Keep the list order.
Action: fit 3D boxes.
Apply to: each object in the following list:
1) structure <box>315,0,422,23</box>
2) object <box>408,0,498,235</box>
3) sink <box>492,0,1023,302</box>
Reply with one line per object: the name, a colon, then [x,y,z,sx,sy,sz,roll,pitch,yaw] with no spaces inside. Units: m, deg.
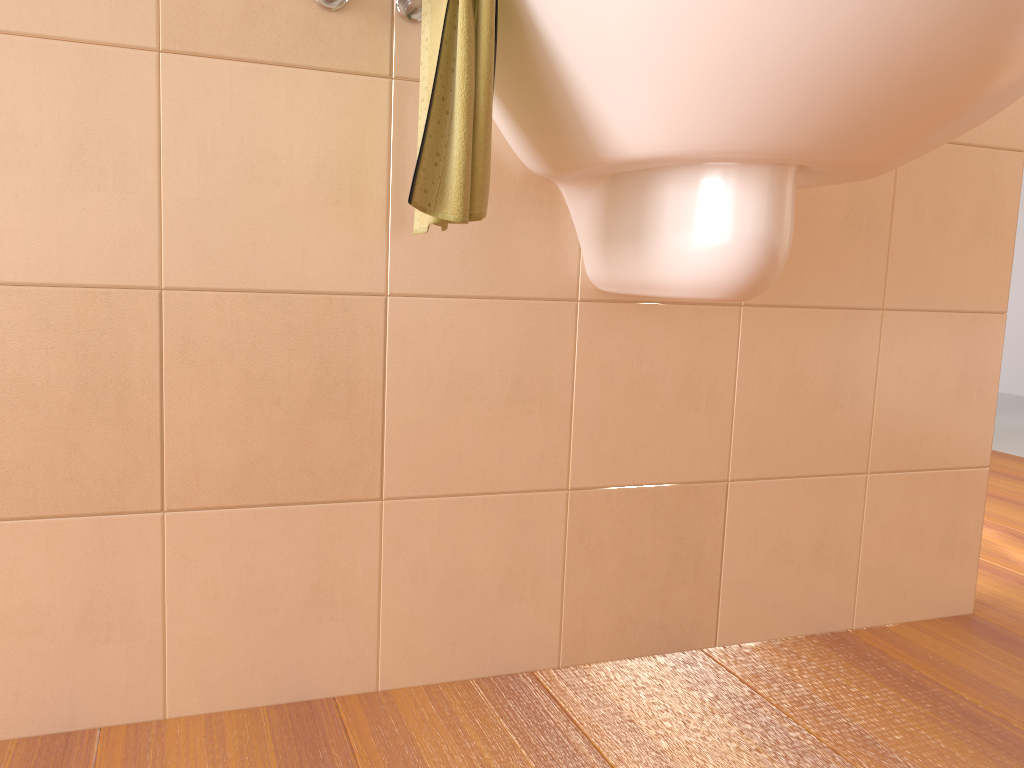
structure: [-0.113,-0.443,0.921,0.142,0.042,0.333,0,8,-21]
object: [-0.062,-0.316,0.954,0.085,0.306,0.181,2,7,-5]
sink: [0.314,-0.348,0.988,0.683,0.516,0.539,0,8,-21]
